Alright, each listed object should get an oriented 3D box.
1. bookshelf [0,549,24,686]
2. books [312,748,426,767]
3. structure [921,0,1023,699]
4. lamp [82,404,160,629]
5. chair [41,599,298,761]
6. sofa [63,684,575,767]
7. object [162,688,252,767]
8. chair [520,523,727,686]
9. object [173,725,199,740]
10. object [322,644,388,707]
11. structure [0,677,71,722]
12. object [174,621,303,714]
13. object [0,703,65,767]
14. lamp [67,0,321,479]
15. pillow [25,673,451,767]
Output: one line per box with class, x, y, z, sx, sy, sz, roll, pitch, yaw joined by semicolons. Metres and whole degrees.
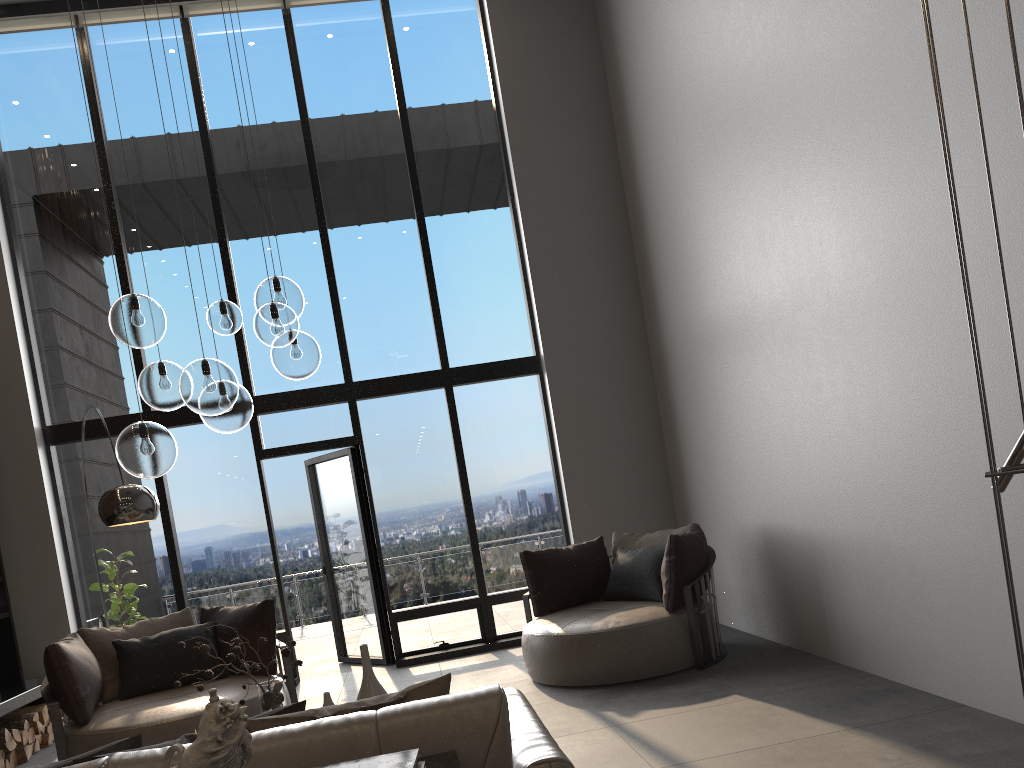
bookshelf;-4.499;-0.277;6.353;0.337;5.319;1.460;-10;1;-8
books;-0.337;0.862;1.896;0.293;0.054;0.185;-9;-7;-3
structure;1.500;-1.907;0.256;1.175;6.051;3.613;-9;-1;-8
lamp;-2.531;1.284;5.703;0.316;2.334;2.062;-10;-1;-32
chair;-2.176;1.936;5.599;1.493;0.898;1.440;-11;-5;19
sofa;-1.498;1.506;2.899;3.233;0.818;1.894;-8;-6;-7
object;-0.659;0.796;1.860;0.208;0.290;0.135;-10;0;12
chair;0.757;1.540;6.240;1.449;0.898;1.484;-10;-5;9
object;-1.346;1.532;3.643;0.153;0.211;0.077;-9;1;3
object;-0.709;1.363;3.875;0.318;0.398;0.319;-10;-2;11
structure;-3.564;2.167;3.946;0.664;0.456;6.597;-9;-7;-8
object;-1.238;1.360;3.958;0.536;0.603;0.321;-8;-1;-37
object;-3.532;2.387;5.151;0.434;0.388;4.077;-9;-7;-7
lamp;-1.640;-2.073;3.879;1.226;5.001;1.233;-10;1;-11
pillow;-1.097;1.199;2.461;1.934;0.500;0.547;-8;-3;-8
